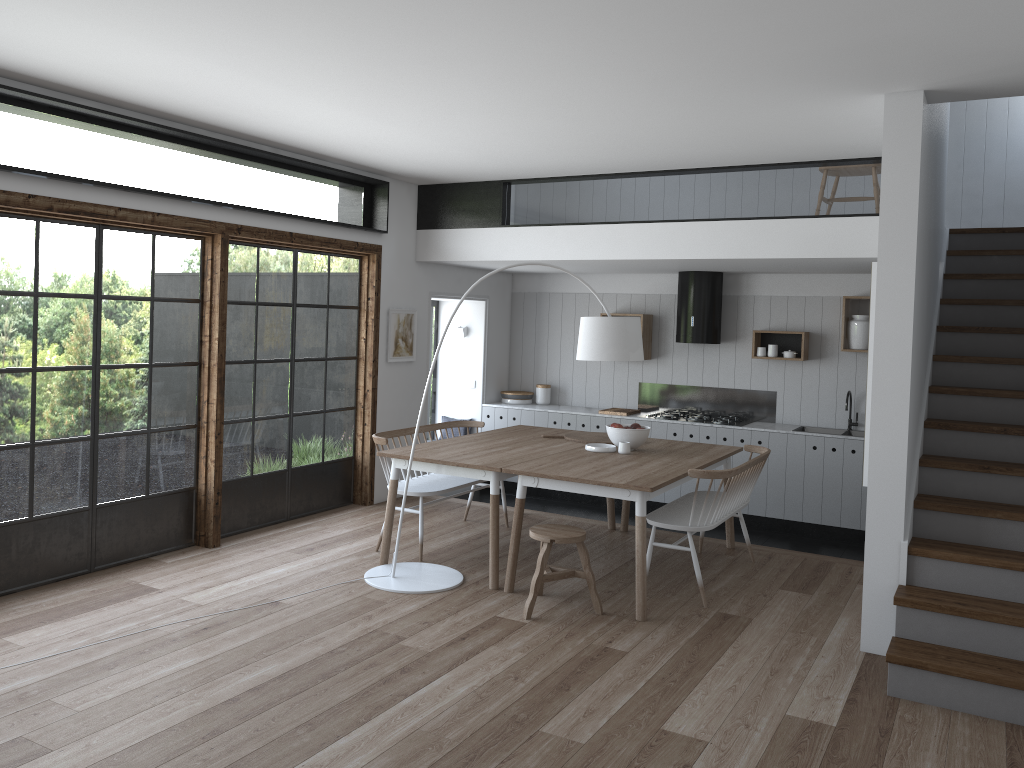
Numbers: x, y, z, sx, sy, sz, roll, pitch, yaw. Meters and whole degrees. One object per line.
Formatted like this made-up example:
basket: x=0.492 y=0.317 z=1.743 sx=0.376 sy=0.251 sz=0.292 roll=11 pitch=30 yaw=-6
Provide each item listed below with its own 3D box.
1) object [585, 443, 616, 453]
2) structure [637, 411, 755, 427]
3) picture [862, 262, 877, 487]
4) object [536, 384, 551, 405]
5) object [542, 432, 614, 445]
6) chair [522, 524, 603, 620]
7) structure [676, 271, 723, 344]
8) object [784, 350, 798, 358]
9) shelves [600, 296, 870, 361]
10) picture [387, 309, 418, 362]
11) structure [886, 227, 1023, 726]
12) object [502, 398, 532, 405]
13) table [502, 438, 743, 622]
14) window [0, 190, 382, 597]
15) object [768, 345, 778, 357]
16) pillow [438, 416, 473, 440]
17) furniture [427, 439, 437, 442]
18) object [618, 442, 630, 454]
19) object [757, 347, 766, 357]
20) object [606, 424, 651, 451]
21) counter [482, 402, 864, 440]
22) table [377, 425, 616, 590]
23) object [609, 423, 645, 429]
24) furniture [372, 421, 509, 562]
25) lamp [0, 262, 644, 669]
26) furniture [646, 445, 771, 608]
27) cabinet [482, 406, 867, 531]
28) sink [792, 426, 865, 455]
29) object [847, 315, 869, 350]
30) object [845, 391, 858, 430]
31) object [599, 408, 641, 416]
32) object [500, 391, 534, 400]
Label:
object: x=0.619 y=0.447 z=6.167 sx=0.217 sy=0.035 sz=0.213 roll=2 pitch=4 yaw=8
structure: x=1.743 y=0.314 z=8.393 sx=1.008 sy=0.048 sz=0.541 roll=4 pitch=5 yaw=30
picture: x=2.256 y=-0.082 z=5.338 sx=0.061 sy=1.217 sz=1.267 roll=3 pitch=3 yaw=29
object: x=0.332 y=0.115 z=9.392 sx=0.154 sy=0.212 sz=0.154 roll=2 pitch=2 yaw=-2
object: x=0.666 y=0.415 z=6.725 sx=0.658 sy=0.023 sz=0.615 roll=-1 pitch=5 yaw=-38
chair: x=0.305 y=1.064 z=5.021 sx=0.439 sy=0.449 sz=0.476 roll=3 pitch=3 yaw=16
structure: x=1.793 y=-0.824 z=8.436 sx=0.409 sy=0.868 sz=0.420 roll=1 pitch=2 yaw=-14
object: x=2.531 y=-0.274 z=8.050 sx=0.130 sy=0.073 sz=0.108 roll=2 pitch=3 yaw=8
shelves: x=2.532 y=-0.406 z=8.080 sx=3.669 sy=0.797 sz=0.293 roll=4 pitch=2 yaw=30
picture: x=-0.989 y=-0.436 z=7.932 sx=0.030 sy=0.470 sz=0.424 roll=3 pitch=3 yaw=29
structure: x=3.020 y=0.232 z=5.217 sx=1.083 sy=2.627 sz=3.520 roll=3 pitch=3 yaw=29
object: x=0.053 y=0.179 z=9.482 sx=0.319 sy=0.055 sz=0.333 roll=0 pitch=4 yaw=-22
table: x=0.817 y=0.862 z=5.946 sx=0.959 sy=0.749 sz=1.994 roll=3 pitch=4 yaw=29
window: x=-2.499 y=0.051 z=5.395 sx=0.165 sy=2.254 sz=5.277 roll=3 pitch=4 yaw=29
object: x=2.392 y=-0.302 z=8.101 sx=0.088 sy=0.115 sz=0.083 roll=3 pitch=3 yaw=29
pillow: x=-0.594 y=0.499 z=9.371 sx=0.413 sy=0.293 sz=0.177 roll=4 pitch=3 yaw=30
furniture: x=-0.837 y=0.673 z=8.993 sx=0.611 sy=0.115 sz=1.027 roll=4 pitch=5 yaw=29
object: x=0.770 y=0.438 z=6.050 sx=0.086 sy=0.079 sz=0.081 roll=3 pitch=3 yaw=29
object: x=2.302 y=-0.294 z=8.153 sx=0.081 sy=0.088 sz=0.085 roll=1 pitch=3 yaw=-25
object: x=0.818 y=0.383 z=6.244 sx=0.322 sy=0.164 sz=0.308 roll=4 pitch=4 yaw=26
counter: x=2.530 y=0.406 z=7.928 sx=6.282 sy=0.020 sz=0.566 roll=4 pitch=5 yaw=30
table: x=-0.011 y=0.801 z=6.430 sx=0.959 sy=0.749 sz=1.994 roll=3 pitch=4 yaw=29
object: x=0.818 y=0.362 z=6.240 sx=0.249 sy=0.167 sz=0.239 roll=1 pitch=3 yaw=-10
furniture: x=-0.513 y=0.744 z=6.580 sx=0.558 sy=0.809 sz=1.329 roll=3 pitch=4 yaw=29
lamp: x=-1.393 y=0.239 z=4.821 sx=5.079 sy=2.022 sz=0.896 roll=-1 pitch=3 yaw=-34
furniture: x=1.288 y=0.861 z=5.746 sx=0.558 sy=0.809 sz=1.329 roll=3 pitch=4 yaw=29
cabinet: x=2.384 y=0.806 z=7.692 sx=6.278 sy=0.747 sz=0.010 roll=4 pitch=2 yaw=30
sink: x=3.057 y=0.516 z=7.586 sx=1.207 sy=0.166 sz=0.442 roll=4 pitch=4 yaw=30
object: x=3.066 y=-0.453 z=7.762 sx=0.229 sy=0.301 sz=0.228 roll=2 pitch=2 yaw=2
object: x=2.987 y=0.245 z=7.780 sx=0.093 sy=0.374 sz=0.283 roll=3 pitch=2 yaw=29
object: x=1.071 y=0.275 z=8.771 sx=0.298 sy=0.030 sz=0.391 roll=4 pitch=5 yaw=29
object: x=0.055 y=0.121 z=9.481 sx=0.356 sy=0.066 sz=0.364 roll=1 pitch=4 yaw=-11
